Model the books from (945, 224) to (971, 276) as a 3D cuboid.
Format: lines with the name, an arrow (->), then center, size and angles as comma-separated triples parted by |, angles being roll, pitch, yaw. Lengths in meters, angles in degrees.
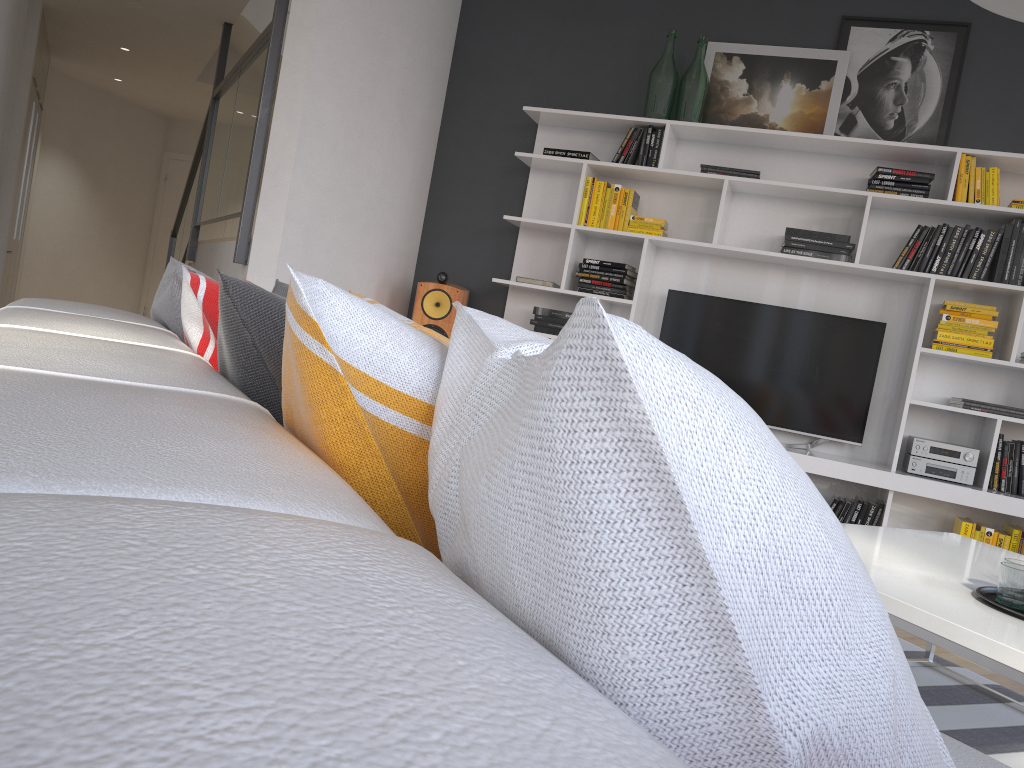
books -> 2.145, -0.629, 4.295 | 0.066, 0.260, 0.197 | 11, 3, 18

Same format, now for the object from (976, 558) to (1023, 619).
object -> 1.157, 0.353, 1.814 | 0.330, 0.265, 0.330 | 10, 3, -3

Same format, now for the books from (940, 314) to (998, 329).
books -> 2.214, -0.299, 4.307 | 0.239, 0.033, 0.176 | 12, 3, 21

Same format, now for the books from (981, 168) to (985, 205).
books -> 2.229, -0.926, 4.217 | 0.044, 0.178, 0.128 | 11, 3, 18

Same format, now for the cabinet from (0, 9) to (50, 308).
cabinet -> -3.905, -1.549, 7.065 | 0.054, 2.496, 1.806 | 9, 4, -27

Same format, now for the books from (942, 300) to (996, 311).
books -> 2.227, -0.373, 4.325 | 0.223, 0.023, 0.163 | 12, 3, 22

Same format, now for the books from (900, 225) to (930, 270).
books -> 1.969, -0.651, 4.355 | 0.096, 0.234, 0.187 | 11, 3, 18

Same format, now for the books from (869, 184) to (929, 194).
books -> 1.907, -0.945, 4.394 | 0.264, 0.020, 0.189 | 11, 3, 17

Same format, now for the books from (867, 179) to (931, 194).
books -> 1.921, -0.969, 4.411 | 0.284, 0.030, 0.214 | 12, 3, 22

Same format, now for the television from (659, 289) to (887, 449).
television -> 1.297, -0.061, 4.626 | 1.102, 0.704, 0.207 | 11, 3, 18

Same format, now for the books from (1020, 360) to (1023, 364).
books -> 2.499, -0.082, 4.143 | 0.213, 0.023, 0.161 | 12, 3, 22

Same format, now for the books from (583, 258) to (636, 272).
books -> 0.533, -0.645, 4.835 | 0.246, 0.026, 0.180 | 12, 4, 26

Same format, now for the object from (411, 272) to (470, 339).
object -> -0.464, -0.095, 5.114 | 0.290, 1.088, 0.434 | 10, 3, 3

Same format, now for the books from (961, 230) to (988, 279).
books -> 2.205, -0.609, 4.259 | 0.071, 0.243, 0.179 | 11, 3, 17

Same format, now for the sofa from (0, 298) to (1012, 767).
sofa -> 0.593, 0.497, 1.302 | 2.614, 0.732, 3.424 | 9, 4, -27

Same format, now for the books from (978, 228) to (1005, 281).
books -> 2.277, -0.603, 4.248 | 0.066, 0.260, 0.197 | 11, 3, 18

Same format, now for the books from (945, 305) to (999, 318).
books -> 2.224, -0.349, 4.302 | 0.223, 0.023, 0.163 | 12, 3, 22

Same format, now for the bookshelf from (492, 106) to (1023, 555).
bookshelf -> 1.301, -0.231, 4.510 | 3.000, 2.052, 0.455 | 11, 3, 18

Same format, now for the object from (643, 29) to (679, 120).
object -> 0.811, -1.634, 4.728 | 0.157, 0.507, 0.157 | 12, 4, 32

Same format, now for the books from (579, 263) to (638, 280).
books -> 0.535, -0.617, 4.863 | 0.284, 0.030, 0.214 | 12, 4, 26

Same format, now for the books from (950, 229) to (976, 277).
books -> 2.155, -0.616, 4.262 | 0.069, 0.242, 0.172 | 11, 3, 19

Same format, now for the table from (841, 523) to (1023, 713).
table -> 1.129, 0.687, 2.111 | 1.091, 0.435, 1.091 | 9, 4, -27

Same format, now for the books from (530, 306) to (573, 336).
books -> 0.301, -0.328, 4.942 | 0.343, 0.137, 0.277 | 11, 3, 18

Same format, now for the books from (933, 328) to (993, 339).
books -> 2.192, -0.239, 4.319 | 0.251, 0.014, 0.189 | 12, 3, 21

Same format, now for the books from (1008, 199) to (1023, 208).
books -> 2.491, -0.826, 4.185 | 0.257, 0.024, 0.203 | 12, 3, 21

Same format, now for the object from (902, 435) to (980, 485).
object -> 2.073, 0.368, 4.302 | 0.285, 0.174, 0.270 | 11, 3, 18

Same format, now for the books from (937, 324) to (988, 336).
books -> 2.180, -0.258, 4.302 | 0.217, 0.023, 0.145 | 12, 3, 22

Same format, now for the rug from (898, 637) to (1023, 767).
rug -> 0.880, 0.858, 2.277 | 1.662, 0.016, 2.326 | 9, 4, -27

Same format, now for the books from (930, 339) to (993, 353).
books -> 2.177, -0.178, 4.304 | 0.257, 0.024, 0.203 | 12, 3, 21

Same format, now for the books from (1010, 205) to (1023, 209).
books -> 2.486, -0.800, 4.178 | 0.257, 0.028, 0.194 | 12, 4, 23

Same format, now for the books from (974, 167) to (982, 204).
books -> 2.213, -0.930, 4.230 | 0.054, 0.180, 0.132 | 11, 3, 18

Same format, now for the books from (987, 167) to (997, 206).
books -> 2.270, -0.920, 4.207 | 0.064, 0.184, 0.141 | 11, 3, 19

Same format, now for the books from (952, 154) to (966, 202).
books -> 2.137, -0.970, 4.250 | 0.041, 0.229, 0.161 | 11, 3, 17

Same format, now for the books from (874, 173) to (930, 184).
books -> 1.920, -0.996, 4.383 | 0.246, 0.026, 0.180 | 12, 3, 21

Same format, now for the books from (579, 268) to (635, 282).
books -> 0.520, -0.593, 4.847 | 0.264, 0.020, 0.189 | 12, 3, 22

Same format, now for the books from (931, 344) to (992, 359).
books -> 2.172, -0.152, 4.297 | 0.257, 0.028, 0.194 | 12, 4, 23

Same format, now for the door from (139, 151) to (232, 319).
door -> -3.609, -1.463, 9.850 | 1.031, 2.136, 0.085 | 11, 3, 18

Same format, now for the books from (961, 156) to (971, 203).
books -> 2.164, -0.964, 4.261 | 0.041, 0.224, 0.163 | 11, 3, 16

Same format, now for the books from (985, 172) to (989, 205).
books -> 2.241, -0.913, 4.201 | 0.046, 0.161, 0.108 | 11, 3, 17

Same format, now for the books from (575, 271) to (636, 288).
books -> 0.515, -0.568, 4.845 | 0.284, 0.030, 0.214 | 12, 4, 26

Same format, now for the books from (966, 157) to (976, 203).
books -> 2.195, -0.958, 4.260 | 0.054, 0.224, 0.164 | 11, 3, 17

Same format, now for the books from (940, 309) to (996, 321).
books -> 2.214, -0.327, 4.309 | 0.227, 0.022, 0.160 | 12, 4, 34

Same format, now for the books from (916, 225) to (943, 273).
books -> 2.022, -0.642, 4.309 | 0.069, 0.242, 0.172 | 11, 3, 19

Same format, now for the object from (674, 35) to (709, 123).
object -> 0.974, -1.605, 4.734 | 0.157, 0.507, 0.157 | 12, 4, 32

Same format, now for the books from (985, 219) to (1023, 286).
books -> 2.381, -0.609, 4.243 | 0.128, 0.321, 0.259 | 11, 3, 18

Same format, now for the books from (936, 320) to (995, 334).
books -> 2.201, -0.275, 4.314 | 0.239, 0.019, 0.171 | 11, 3, 18

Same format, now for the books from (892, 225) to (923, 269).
books -> 1.936, -0.658, 4.361 | 0.104, 0.234, 0.182 | 11, 3, 18

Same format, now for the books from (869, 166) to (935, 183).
books -> 1.926, -1.023, 4.393 | 0.266, 0.030, 0.209 | 11, 3, 12

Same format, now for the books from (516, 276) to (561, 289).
books -> 0.150, -0.558, 4.959 | 0.209, 0.030, 0.266 | 11, 3, 12

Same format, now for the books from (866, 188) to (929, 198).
books -> 1.903, -0.920, 4.392 | 0.284, 0.030, 0.214 | 12, 3, 22

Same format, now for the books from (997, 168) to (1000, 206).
books -> 2.294, -0.917, 4.208 | 0.044, 0.184, 0.142 | 11, 3, 19

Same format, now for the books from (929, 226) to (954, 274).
books -> 2.075, -0.633, 4.313 | 0.068, 0.243, 0.179 | 11, 3, 17

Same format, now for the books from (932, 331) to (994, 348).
books -> 2.185, -0.211, 4.307 | 0.243, 0.042, 0.189 | 11, 3, 18

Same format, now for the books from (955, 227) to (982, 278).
books -> 2.186, -0.618, 4.279 | 0.075, 0.254, 0.192 | 11, 3, 17

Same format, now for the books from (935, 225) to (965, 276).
books -> 2.112, -0.631, 4.305 | 0.084, 0.249, 0.191 | 11, 3, 18

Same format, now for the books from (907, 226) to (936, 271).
books -> 1.994, -0.646, 4.332 | 0.081, 0.233, 0.169 | 11, 3, 17

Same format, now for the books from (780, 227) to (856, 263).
books -> 1.553, -0.688, 4.524 | 0.343, 0.137, 0.277 | 11, 3, 13

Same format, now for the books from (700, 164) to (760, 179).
books -> 1.139, -1.082, 4.642 | 0.310, 0.047, 0.250 | 11, 3, 14

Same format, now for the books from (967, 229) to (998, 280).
books -> 2.245, -0.604, 4.258 | 0.084, 0.249, 0.191 | 11, 3, 18

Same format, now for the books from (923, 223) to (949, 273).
books -> 2.053, -0.645, 4.326 | 0.075, 0.254, 0.192 | 11, 3, 17
